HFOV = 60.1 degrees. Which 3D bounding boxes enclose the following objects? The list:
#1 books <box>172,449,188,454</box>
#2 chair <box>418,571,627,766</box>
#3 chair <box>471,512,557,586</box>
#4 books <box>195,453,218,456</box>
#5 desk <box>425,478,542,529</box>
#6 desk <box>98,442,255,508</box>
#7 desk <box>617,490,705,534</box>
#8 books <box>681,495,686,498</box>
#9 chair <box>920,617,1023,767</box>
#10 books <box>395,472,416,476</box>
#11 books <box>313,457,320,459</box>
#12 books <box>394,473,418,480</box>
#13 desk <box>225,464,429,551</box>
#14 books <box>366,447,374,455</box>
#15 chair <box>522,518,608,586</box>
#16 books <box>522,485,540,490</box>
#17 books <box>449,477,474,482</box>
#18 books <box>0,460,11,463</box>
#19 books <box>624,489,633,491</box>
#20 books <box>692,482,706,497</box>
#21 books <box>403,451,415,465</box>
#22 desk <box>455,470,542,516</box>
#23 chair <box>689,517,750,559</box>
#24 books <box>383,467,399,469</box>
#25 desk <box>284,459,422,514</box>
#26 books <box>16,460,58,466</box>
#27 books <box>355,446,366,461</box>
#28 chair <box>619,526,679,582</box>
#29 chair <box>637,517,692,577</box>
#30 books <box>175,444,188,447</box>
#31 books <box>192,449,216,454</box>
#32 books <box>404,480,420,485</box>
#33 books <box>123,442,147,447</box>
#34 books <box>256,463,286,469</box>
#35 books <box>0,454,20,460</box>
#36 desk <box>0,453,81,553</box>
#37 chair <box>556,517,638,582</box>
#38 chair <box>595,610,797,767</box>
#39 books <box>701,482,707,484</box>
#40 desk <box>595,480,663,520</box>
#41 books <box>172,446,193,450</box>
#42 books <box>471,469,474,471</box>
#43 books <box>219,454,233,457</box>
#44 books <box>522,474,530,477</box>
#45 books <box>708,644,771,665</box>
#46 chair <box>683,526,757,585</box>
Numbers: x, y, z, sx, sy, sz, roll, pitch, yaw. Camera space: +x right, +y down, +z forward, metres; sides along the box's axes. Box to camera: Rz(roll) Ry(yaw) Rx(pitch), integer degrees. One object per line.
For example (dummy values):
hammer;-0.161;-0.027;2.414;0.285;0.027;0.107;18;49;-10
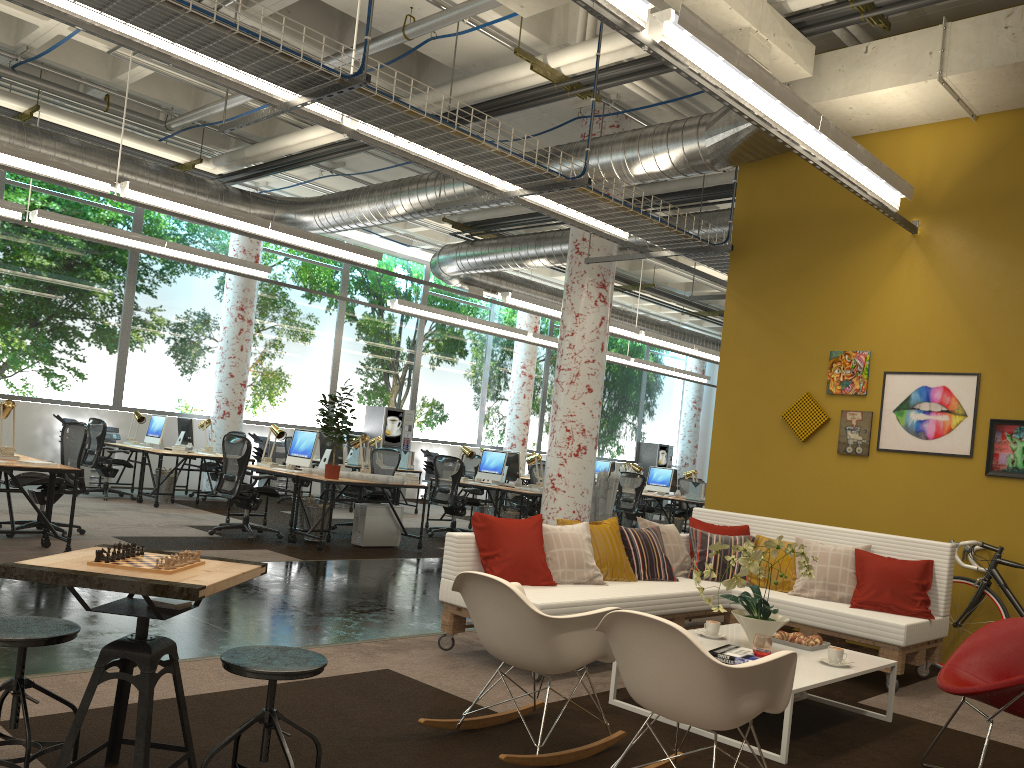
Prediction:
books;-4.520;0.918;12.056;0.201;0.050;0.271;7;-4;-19
chair;0.088;1.189;3.853;0.613;0.753;0.797;4;-3;44
chair;0.002;1.018;5.438;0.536;0.444;0.301;8;-3;-30
books;-4.282;0.983;12.392;0.243;0.019;0.206;4;-4;21
desk;-0.043;1.810;12.470;1.937;0.723;1.406;2;-5;44
desk;-4.859;1.323;12.774;1.937;0.723;1.406;2;-5;44
desk;2.762;2.310;15.274;1.937;0.723;1.406;2;-5;44
books;3.134;1.975;15.401;0.308;0.038;0.226;2;-6;44
chair;2.158;1.369;3.779;0.635;0.811;0.837;5;-3;18
books;-1.210;1.020;10.031;0.184;0.030;0.153;2;-5;42
books;-3.396;1.275;15.276;0.308;0.038;0.226;2;-6;44
books;-1.203;1.053;10.041;0.193;0.044;0.257;8;-5;-29
desk;-2.144;1.398;10.163;1.937;0.723;1.406;2;-5;44
books;-2.347;1.178;14.300;0.233;0.310;0.068;4;-2;44
chair;0.342;1.097;5.731;0.526;0.400;0.331;8;-3;-27
books;0.330;1.474;12.598;0.308;0.038;0.226;2;-6;44
books;-0.726;1.371;12.717;0.308;0.038;0.226;2;-6;44
books;-4.153;0.607;7.025;0.243;0.019;0.206;4;-4;21
books;2.078;1.872;15.521;0.308;0.038;0.226;2;-6;44
books;3.026;1.756;14.439;0.233;0.310;0.068;4;-2;44
books;-1.754;1.286;14.923;0.233;0.310;0.068;4;-2;44
desk;0.025;2.212;17.905;1.937;0.723;1.406;2;-5;44
chair;1.613;1.288;6.915;0.533;0.436;0.288;5;-2;16
books;-2.019;1.388;14.707;0.200;0.024;0.236;5;-4;17
desk;-2.713;1.714;15.029;1.937;0.723;1.406;2;-5;44
books;-3.886;0.648;7.245;0.200;0.024;0.236;5;-4;17
books;-2.448;1.159;14.193;0.233;0.310;0.068;4;-2;44
chair;0.927;1.215;6.304;0.525;0.407;0.340;8;-3;-30
chair;1.163;1.235;6.650;0.547;0.437;0.334;9;-3;-41
books;-4.509;0.841;12.075;0.153;0.030;0.185;7;-4;-18
books;-4.486;0.987;12.901;0.308;0.038;0.226;2;-6;44
books;-1.212;1.097;10.013;0.271;0.050;0.201;2;-5;41
books;-5.542;0.884;13.021;0.308;0.038;0.226;2;-6;44
books;-2.828;0.960;10.410;0.308;0.038;0.226;2;-6;44
books;-4.358;0.611;7.535;0.308;0.038;0.226;2;-6;44
desk;-4.730;0.946;7.407;1.937;0.723;1.406;2;-5;44
chair;0.584;1.126;6.028;0.548;0.438;0.316;8;-3;-34
chair;0.660;1.210;3.303;0.613;0.753;0.797;4;-3;44
books;3.128;1.775;14.545;0.233;0.310;0.068;4;-2;44
desk;2.256;2.619;20.249;1.937;0.723;1.406;2;-5;44
books;-4.498;0.874;12.078;0.193;0.044;0.258;6;-4;1
books;-0.658;1.774;18.152;0.308;0.038;0.226;2;-6;44
books;-4.014;1.025;12.612;0.200;0.024;0.236;5;-4;17
books;0.398;1.877;18.033;0.308;0.038;0.226;2;-6;44
books;1.177;1.362;4.379;0.333;0.048;0.280;3;-5;35
chair;1.557;1.300;6.623;0.516;0.392;0.359;5;-3;13
